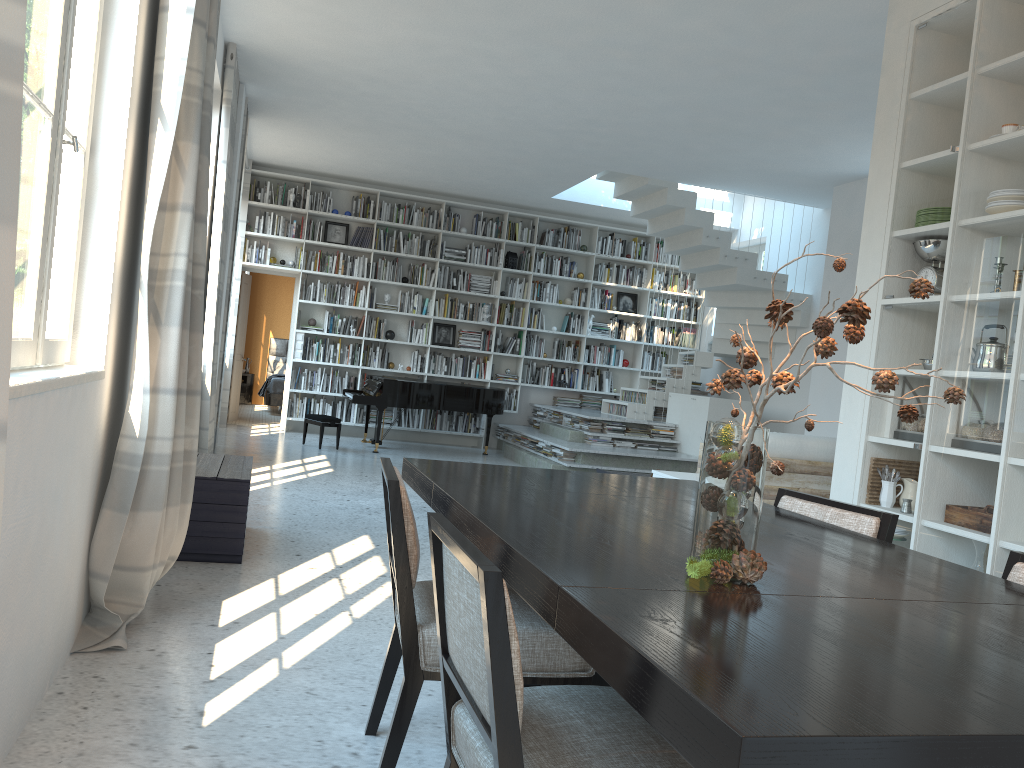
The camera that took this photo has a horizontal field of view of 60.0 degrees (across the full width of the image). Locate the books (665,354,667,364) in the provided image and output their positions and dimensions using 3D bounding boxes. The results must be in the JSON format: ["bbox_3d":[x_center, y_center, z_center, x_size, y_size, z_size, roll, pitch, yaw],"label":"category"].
[{"bbox_3d":[2.131,-0.296,12.457,0.012,0.254,0.160,6,1,-16],"label":"books"}]

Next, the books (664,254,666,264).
[{"bbox_3d":[2.099,-1.781,12.354,0.014,0.260,0.167,6,1,-16],"label":"books"}]

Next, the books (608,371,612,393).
[{"bbox_3d":[1.323,-0.030,12.231,0.025,0.287,0.160,6,1,-16],"label":"books"}]

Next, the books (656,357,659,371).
[{"bbox_3d":[2.006,-0.283,12.421,0.027,0.201,0.164,6,1,-16],"label":"books"}]

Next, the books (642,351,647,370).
[{"bbox_3d":[1.818,-0.328,12.348,0.024,0.252,0.175,6,1,-16],"label":"books"}]

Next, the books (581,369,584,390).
[{"bbox_3d":[0.944,-0.070,12.137,0.015,0.287,0.138,6,2,-16],"label":"books"}]

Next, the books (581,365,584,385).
[{"bbox_3d":[0.934,-0.096,12.130,0.014,0.337,0.131,6,2,-16],"label":"books"}]

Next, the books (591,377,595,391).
[{"bbox_3d":[1.091,-0.003,12.176,0.024,0.185,0.149,6,1,-16],"label":"books"}]

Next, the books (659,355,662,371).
[{"bbox_3d":[2.042,-0.294,12.424,0.014,0.230,0.172,6,1,-16],"label":"books"}]

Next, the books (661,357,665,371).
[{"bbox_3d":[2.086,-0.276,12.425,0.021,0.205,0.174,6,1,-16],"label":"books"}]

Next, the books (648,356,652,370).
[{"bbox_3d":[1.896,-0.294,12.375,0.029,0.201,0.172,6,1,-16],"label":"books"}]

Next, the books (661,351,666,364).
[{"bbox_3d":[2.103,-0.314,12.436,0.011,0.284,0.161,6,1,-16],"label":"books"}]

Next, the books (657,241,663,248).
[{"bbox_3d":[2.044,-1.822,12.342,0.014,0.331,0.142,6,2,-16],"label":"books"}]

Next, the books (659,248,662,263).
[{"bbox_3d":[2.028,-1.772,12.317,0.022,0.229,0.174,6,1,-16],"label":"books"}]

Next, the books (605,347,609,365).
[{"bbox_3d":[1.273,-0.383,12.207,0.026,0.246,0.165,6,1,-16],"label":"books"}]

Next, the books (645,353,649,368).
[{"bbox_3d":[1.844,-0.317,12.364,0.037,0.236,0.153,6,1,-16],"label":"books"}]

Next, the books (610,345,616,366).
[{"bbox_3d":[1.376,-0.394,12.219,0.026,0.290,0.181,6,1,-16],"label":"books"}]

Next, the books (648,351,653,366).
[{"bbox_3d":[1.920,-0.325,12.399,0.024,0.267,0.133,6,2,-16],"label":"books"}]

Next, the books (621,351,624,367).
[{"bbox_3d":[1.492,-0.348,12.266,0.027,0.223,0.170,6,1,-16],"label":"books"}]

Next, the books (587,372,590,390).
[{"bbox_3d":[1.024,-0.039,12.150,0.015,0.243,0.156,6,1,-16],"label":"books"}]

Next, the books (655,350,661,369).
[{"bbox_3d":[2.031,-0.328,12.425,0.013,0.297,0.141,6,2,-16],"label":"books"}]

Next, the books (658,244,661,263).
[{"bbox_3d":[2.015,-1.794,12.309,0.012,0.269,0.184,6,1,-16],"label":"books"}]

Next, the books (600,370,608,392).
[{"bbox_3d":[1.258,-0.038,12.176,0.075,0.291,0.255,6,1,-16],"label":"books"}]

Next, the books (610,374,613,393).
[{"bbox_3d":[1.361,-0.019,12.253,0.062,0.274,0.148,6,1,-16],"label":"books"}]

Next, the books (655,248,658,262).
[{"bbox_3d":[1.974,-1.775,12.328,0.025,0.223,0.136,6,1,-16],"label":"books"}]

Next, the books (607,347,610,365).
[{"bbox_3d":[1.298,-0.381,12.193,0.014,0.249,0.177,6,1,-16],"label":"books"}]

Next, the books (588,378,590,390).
[{"bbox_3d":[1.038,-0.021,12.167,0.025,0.210,0.137,6,1,-16],"label":"books"}]

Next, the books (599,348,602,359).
[{"bbox_3d":[1.183,-0.384,12.177,0.012,0.229,0.179,6,1,-16],"label":"books"}]

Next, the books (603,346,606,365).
[{"bbox_3d":[1.240,-0.394,12.173,0.012,0.262,0.186,6,1,-16],"label":"books"}]

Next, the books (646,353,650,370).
[{"bbox_3d":[1.873,-0.317,12.372,0.022,0.242,0.151,6,1,-16],"label":"books"}]

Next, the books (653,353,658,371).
[{"bbox_3d":[1.977,-0.309,12.382,0.027,0.248,0.184,6,1,-16],"label":"books"}]

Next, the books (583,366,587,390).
[{"bbox_3d":[0.988,-0.086,12.159,0.013,0.327,0.130,6,2,-16],"label":"books"}]

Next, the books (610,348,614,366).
[{"bbox_3d":[1.351,-0.373,12.209,0.023,0.244,0.189,6,1,-16],"label":"books"}]

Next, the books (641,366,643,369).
[{"bbox_3d":[1.763,-0.346,12.347,0.085,0.278,0.159,6,1,-16],"label":"books"}]

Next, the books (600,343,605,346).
[{"bbox_3d":[1.226,-0.414,12.186,0.013,0.299,0.147,6,2,-16],"label":"books"}]

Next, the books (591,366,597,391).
[{"bbox_3d":[1.118,-0.075,12.176,0.014,0.333,0.168,6,2,-16],"label":"books"}]

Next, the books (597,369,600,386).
[{"bbox_3d":[1.172,-0.055,12.214,0.010,0.304,0.131,6,2,-16],"label":"books"}]

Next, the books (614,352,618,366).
[{"bbox_3d":[1.406,-0.346,12.234,0.030,0.201,0.189,6,1,-16],"label":"books"}]

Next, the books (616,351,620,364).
[{"bbox_3d":[1.435,-0.352,12.258,0.037,0.219,0.139,6,1,-16],"label":"books"}]

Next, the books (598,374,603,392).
[{"bbox_3d":[1.193,-0.020,12.203,0.031,0.239,0.171,6,1,-16],"label":"books"}]

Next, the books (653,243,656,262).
[{"bbox_3d":[1.938,-1.824,12.289,0.011,0.313,0.172,6,1,-16],"label":"books"}]

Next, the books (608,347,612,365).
[{"bbox_3d":[1.328,-0.381,12.228,0.012,0.254,0.160,6,1,-16],"label":"books"}]

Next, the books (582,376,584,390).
[{"bbox_3d":[0.959,-0.031,12.155,0.033,0.213,0.140,6,1,-16],"label":"books"}]

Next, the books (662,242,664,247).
[{"bbox_3d":[2.077,-1.816,12.353,0.012,0.326,0.151,6,2,-16],"label":"books"}]

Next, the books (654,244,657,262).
[{"bbox_3d":[1.957,-1.803,12.310,0.022,0.275,0.159,6,1,-16],"label":"books"}]

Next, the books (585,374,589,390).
[{"bbox_3d":[1.002,-0.027,12.155,0.023,0.214,0.163,6,1,-16],"label":"books"}]

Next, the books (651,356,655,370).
[{"bbox_3d":[1.942,-0.293,12.400,0.025,0.208,0.149,6,1,-16],"label":"books"}]

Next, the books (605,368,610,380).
[{"bbox_3d":[1.301,-0.052,12.247,0.012,0.326,0.136,6,2,-16],"label":"books"}]

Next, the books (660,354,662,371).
[{"bbox_3d":[2.057,-0.298,12.445,0.027,0.242,0.131,6,1,-16],"label":"books"}]

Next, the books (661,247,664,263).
[{"bbox_3d":[2.061,-1.776,12.334,0.023,0.244,0.182,6,1,-16],"label":"books"}]

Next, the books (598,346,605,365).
[{"bbox_3d":[1.210,-0.393,12.160,0.028,0.255,0.191,6,1,-16],"label":"books"}]

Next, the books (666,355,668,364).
[{"bbox_3d":[2.143,-0.288,12.456,0.013,0.240,0.166,6,1,-16],"label":"books"}]

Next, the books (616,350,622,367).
[{"bbox_3d":[1.468,-0.357,12.257,0.025,0.235,0.181,6,1,-16],"label":"books"}]

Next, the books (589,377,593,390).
[{"bbox_3d":[1.063,-0.008,12.175,0.030,0.188,0.140,6,1,-16],"label":"books"}]

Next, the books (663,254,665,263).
[{"bbox_3d":[2.091,-1.804,12.342,0.012,0.306,0.184,6,1,-16],"label":"books"}]

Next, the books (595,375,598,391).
[{"bbox_3d":[1.144,-0.014,12.186,0.052,0.217,0.184,6,1,-16],"label":"books"}]

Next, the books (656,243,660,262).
[{"bbox_3d":[2.000,-1.804,12.318,0.013,0.286,0.150,6,1,-16],"label":"books"}]

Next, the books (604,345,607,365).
[{"bbox_3d":[1.257,-0.397,12.199,0.011,0.272,0.152,6,1,-16],"label":"books"}]
